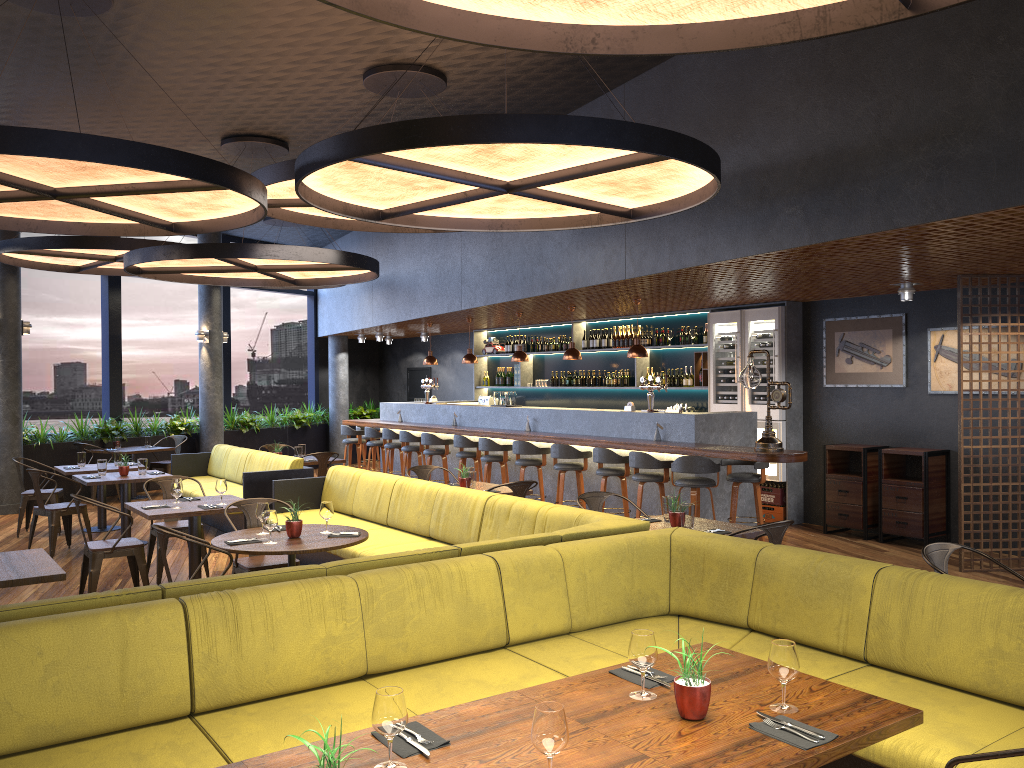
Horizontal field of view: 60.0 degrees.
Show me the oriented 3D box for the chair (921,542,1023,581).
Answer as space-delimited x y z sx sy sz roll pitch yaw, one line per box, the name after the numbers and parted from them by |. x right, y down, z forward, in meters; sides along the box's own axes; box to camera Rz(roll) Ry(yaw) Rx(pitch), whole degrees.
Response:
2.337 1.284 4.390 0.504 0.917 0.541 -1 0 -35 | chair

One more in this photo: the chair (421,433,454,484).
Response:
-1.060 1.204 12.519 0.438 1.048 0.483 -1 0 -15 | chair

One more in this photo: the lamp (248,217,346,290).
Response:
-3.801 -2.239 14.958 1.979 1.093 1.979 0 0 19 | lamp

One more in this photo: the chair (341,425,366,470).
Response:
-2.632 1.204 14.874 0.483 1.048 0.438 0 0 26 | chair

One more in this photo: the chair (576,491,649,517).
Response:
0.768 1.285 6.597 0.504 0.917 0.541 -1 0 -35 | chair

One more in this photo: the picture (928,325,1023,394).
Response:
4.752 -0.246 9.068 0.028 0.697 1.039 -1 0 -35 | picture

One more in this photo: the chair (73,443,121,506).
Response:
-6.167 1.308 13.110 0.504 0.917 0.541 0 0 30 | chair

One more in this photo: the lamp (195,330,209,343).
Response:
-5.301 -0.812 15.087 0.215 0.215 0.189 0 0 16 | lamp

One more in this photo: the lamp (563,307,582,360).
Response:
0.769 -0.648 11.325 0.250 0.673 0.250 0 0 -2 | lamp

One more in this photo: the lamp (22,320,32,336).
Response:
-6.873 -0.784 12.511 0.215 0.215 0.189 0 0 30 | lamp

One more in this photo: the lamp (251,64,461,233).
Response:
-0.957 -2.166 7.985 2.778 1.159 2.778 0 0 15 | lamp

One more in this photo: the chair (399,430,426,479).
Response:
-1.443 1.204 13.138 0.438 1.048 0.483 -1 0 -6 | chair

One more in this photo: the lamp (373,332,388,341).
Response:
-2.541 -0.911 17.042 0.228 0.172 0.228 -1 0 -35 | lamp

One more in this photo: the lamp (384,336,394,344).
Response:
-2.568 -0.919 18.495 0.228 0.172 0.228 -1 0 -35 | lamp

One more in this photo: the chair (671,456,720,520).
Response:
1.767 1.201 8.599 0.438 1.048 0.483 -1 0 -43 | chair

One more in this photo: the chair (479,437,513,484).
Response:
-0.206 1.202 11.404 0.438 1.048 0.483 -1 0 -6 | chair

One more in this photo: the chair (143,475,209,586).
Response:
-3.040 1.309 8.017 0.504 0.917 0.541 -1 0 -35 | chair

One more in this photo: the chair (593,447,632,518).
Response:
1.119 1.201 9.624 0.483 1.048 0.438 0 0 26 | chair

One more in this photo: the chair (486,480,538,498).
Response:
-0.052 1.285 7.796 0.504 0.917 0.541 -1 0 -35 | chair

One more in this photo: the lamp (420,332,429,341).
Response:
-1.703 -0.919 17.256 0.228 0.172 0.228 -1 0 -35 | lamp

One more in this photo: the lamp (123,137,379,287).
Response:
-2.925 -1.984 10.121 2.778 1.475 2.778 0 0 20 | lamp

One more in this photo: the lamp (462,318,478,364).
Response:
-0.636 -0.647 13.335 0.250 0.673 0.250 0 0 -2 | lamp

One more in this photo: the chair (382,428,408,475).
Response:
-1.772 1.203 13.742 0.483 1.048 0.438 0 0 26 | chair

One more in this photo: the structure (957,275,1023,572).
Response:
4.729 0.354 8.126 1.319 2.700 0.050 -1 0 -5 | structure

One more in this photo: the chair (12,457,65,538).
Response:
-5.606 1.318 10.512 0.541 0.917 0.504 -1 0 -16 | chair

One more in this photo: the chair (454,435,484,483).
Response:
-0.553 1.202 11.995 0.483 1.048 0.438 0 0 26 | chair

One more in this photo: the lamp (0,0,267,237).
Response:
-3.108 -1.960 6.019 2.778 1.475 2.778 0 0 14 | lamp

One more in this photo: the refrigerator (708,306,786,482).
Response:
3.038 0.119 11.203 0.454 2.109 1.159 -1 0 -35 | refrigerator

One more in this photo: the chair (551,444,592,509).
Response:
0.670 1.201 10.257 0.438 1.048 0.483 -1 0 -21 | chair

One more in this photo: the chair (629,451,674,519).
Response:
1.421 1.201 9.076 0.438 1.048 0.483 -1 0 -6 | chair

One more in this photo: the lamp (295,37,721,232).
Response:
-0.032 -1.986 5.945 2.778 1.475 2.778 -1 0 -31 | lamp

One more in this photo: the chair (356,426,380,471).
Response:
-2.541 1.198 15.857 0.483 1.048 0.438 -1 0 -6 | chair

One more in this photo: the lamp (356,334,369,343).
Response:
-3.005 -0.911 17.735 0.228 0.172 0.228 -1 0 -35 | lamp

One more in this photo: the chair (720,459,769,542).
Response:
2.352 1.194 8.962 0.483 1.048 0.438 0 0 26 | chair

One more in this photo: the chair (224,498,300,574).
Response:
-1.781 1.308 6.380 0.504 0.917 0.541 -1 0 -35 | chair

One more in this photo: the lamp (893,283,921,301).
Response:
3.959 -0.922 8.894 0.228 0.172 0.228 -1 0 -35 | lamp

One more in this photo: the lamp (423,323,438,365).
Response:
-1.320 -0.646 14.313 0.250 0.673 0.250 0 0 43 | lamp

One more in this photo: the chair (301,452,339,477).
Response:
-2.434 1.288 11.046 0.504 0.917 0.541 -1 0 -35 | chair

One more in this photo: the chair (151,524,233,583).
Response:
-1.941 1.314 5.512 0.541 0.917 0.504 -1 0 -35 | chair

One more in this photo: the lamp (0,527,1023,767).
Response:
1.890 0.392 4.181 9.057 2.714 3.017 -1 0 -35 | lamp

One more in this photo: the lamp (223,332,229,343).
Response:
-5.076 -0.816 15.604 0.215 0.215 0.189 0 0 34 | lamp

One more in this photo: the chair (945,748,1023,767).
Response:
1.076 1.306 2.181 0.504 0.917 0.541 -1 0 -35 | chair

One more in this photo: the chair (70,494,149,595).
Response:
-3.204 1.316 7.049 0.541 0.917 0.504 -1 0 -35 | chair

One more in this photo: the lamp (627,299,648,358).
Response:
1.461 -0.648 10.335 0.250 0.673 0.250 0 0 -2 | lamp

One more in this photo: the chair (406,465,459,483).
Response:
-0.765 1.286 8.817 0.504 0.917 0.541 -1 0 -35 | chair

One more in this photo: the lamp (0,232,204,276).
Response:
-5.202 -2.150 11.632 2.778 1.159 2.778 0 0 1 | lamp

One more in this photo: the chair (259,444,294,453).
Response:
-3.158 1.289 12.082 0.504 0.917 0.541 -1 0 -35 | chair

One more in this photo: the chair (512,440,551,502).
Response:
0.247 1.202 10.824 0.483 1.048 0.438 0 0 15 | chair

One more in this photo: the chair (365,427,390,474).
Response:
-2.124 1.203 14.224 0.483 1.048 0.438 0 0 26 | chair

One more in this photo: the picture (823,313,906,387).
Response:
4.008 -0.369 10.130 0.028 0.809 1.039 -1 0 -35 | picture

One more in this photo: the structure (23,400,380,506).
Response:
-6.789 1.067 13.336 0.808 1.413 17.112 0 0 30 | structure

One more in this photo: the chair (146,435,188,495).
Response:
-5.519 1.297 14.270 0.504 0.917 0.541 0 0 20 | chair

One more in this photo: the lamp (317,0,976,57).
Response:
0.452 -1.968 1.961 2.778 1.475 2.778 -1 0 -35 | lamp

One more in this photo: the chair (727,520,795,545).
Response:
1.482 1.284 5.575 0.504 0.917 0.541 -1 0 -35 | chair

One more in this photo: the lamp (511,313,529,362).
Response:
0.108 -0.647 12.271 0.250 0.673 0.250 0 0 -2 | lamp

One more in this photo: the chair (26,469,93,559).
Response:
-4.732 1.317 9.222 0.504 0.917 0.541 0 0 32 | chair

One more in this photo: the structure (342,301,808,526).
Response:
0.817 0.364 12.387 2.700 2.700 9.298 -1 0 -35 | structure
